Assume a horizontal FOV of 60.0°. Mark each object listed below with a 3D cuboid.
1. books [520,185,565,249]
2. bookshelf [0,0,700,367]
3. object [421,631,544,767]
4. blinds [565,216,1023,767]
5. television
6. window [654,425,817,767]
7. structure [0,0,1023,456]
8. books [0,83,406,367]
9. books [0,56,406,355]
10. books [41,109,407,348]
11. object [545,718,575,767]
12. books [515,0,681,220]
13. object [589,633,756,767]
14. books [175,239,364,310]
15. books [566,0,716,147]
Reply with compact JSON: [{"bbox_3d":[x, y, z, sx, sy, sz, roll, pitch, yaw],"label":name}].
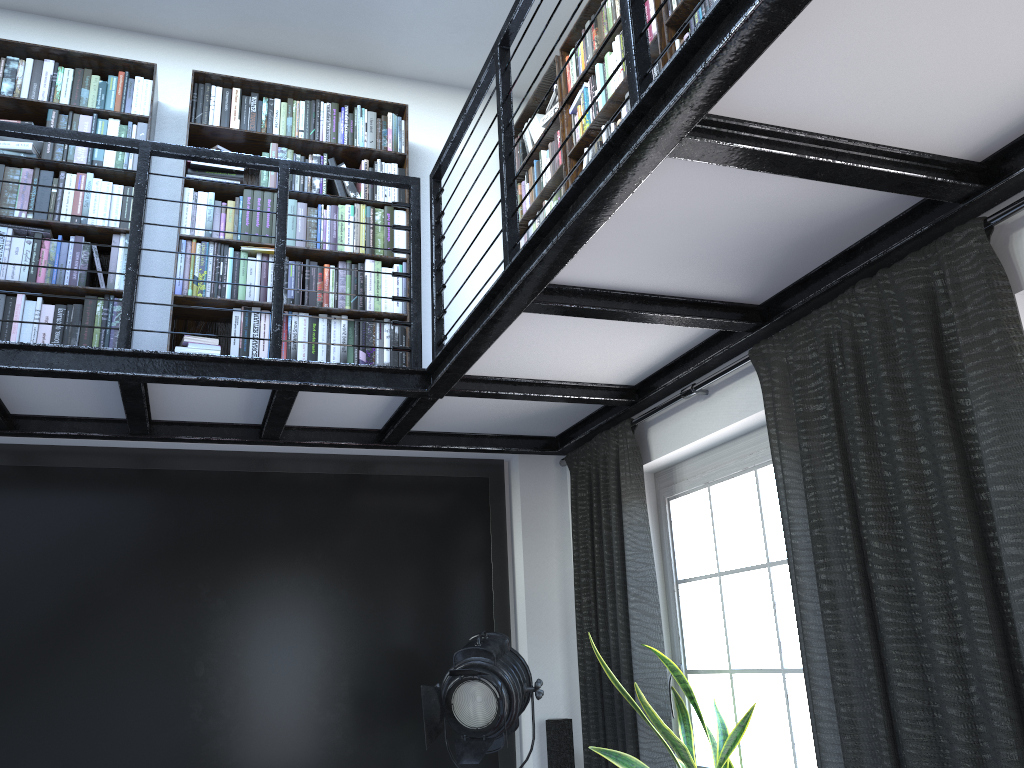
[{"bbox_3d":[0.796,-1.245,2.752,0.227,1.428,4.387,4,-19,-19],"label":"books"},{"bbox_3d":[-0.490,-1.256,2.280,3.086,1.636,4.426,4,-19,-19],"label":"bookshelf"},{"bbox_3d":[0.602,1.396,2.258,0.751,1.597,2.880,11,-22,-34],"label":"object"},{"bbox_3d":[0.715,1.102,2.744,0.125,2.414,2.480,4,-19,-19],"label":"blinds"},{"bbox_3d":[-1.563,1.436,3.508,3.350,2.456,0.115,4,-20,-19],"label":"television"},{"bbox_3d":[0.838,0.983,3.067,0.133,1.624,1.154,4,-20,-19],"label":"window"},{"bbox_3d":[-1.139,0.291,1.484,4.612,3.394,4.438,4,-19,-19],"label":"structure"},{"bbox_3d":[-0.877,-1.347,2.166,2.203,1.425,4.328,4,-19,-20],"label":"books"},{"bbox_3d":[-1.587,-0.746,4.015,2.205,1.440,0.311,4,-20,-19],"label":"books"},{"bbox_3d":[-0.588,-1.200,2.229,1.597,1.153,4.288,4,-19,-20],"label":"books"},{"bbox_3d":[0.225,2.041,3.656,0.157,1.236,0.155,-1,-19,-4],"label":"object"},{"bbox_3d":[0.792,-1.235,2.748,0.242,1.413,4.392,4,-19,-19],"label":"books"},{"bbox_3d":[0.526,1.356,3.106,0.526,0.951,0.546,0,-19,-9],"label":"object"},{"bbox_3d":[-0.363,-1.321,2.325,1.169,1.421,4.335,4,-19,-19],"label":"books"},{"bbox_3d":[0.790,-1.517,2.854,0.213,0.837,2.607,4,-19,-19],"label":"books"}]
